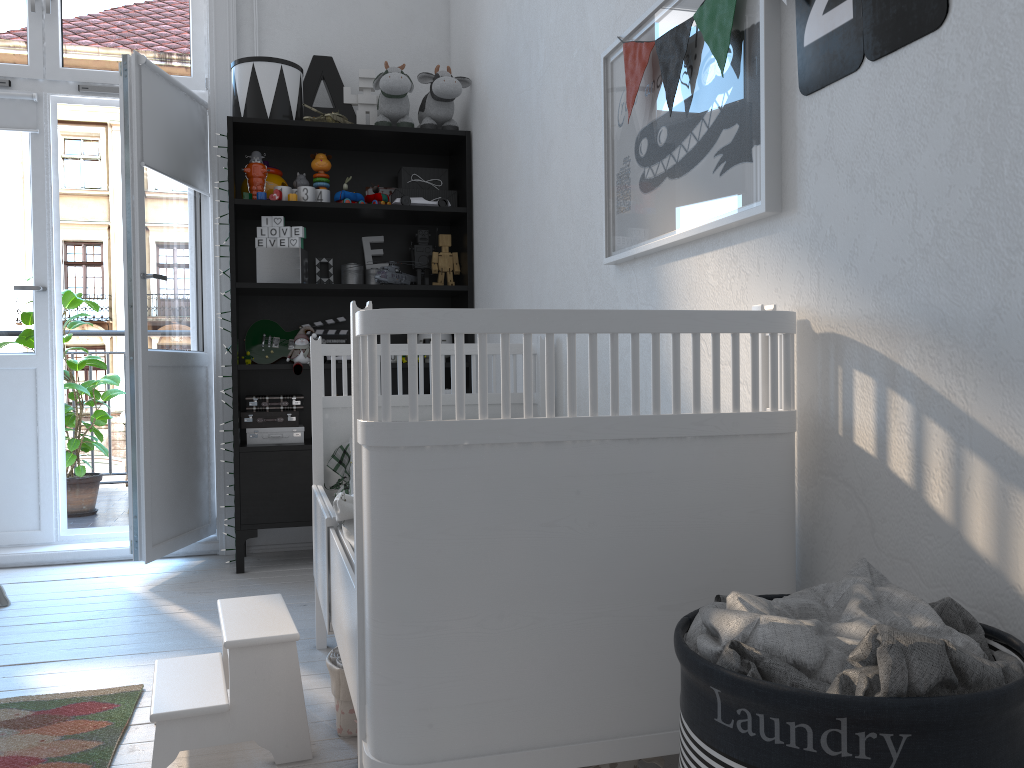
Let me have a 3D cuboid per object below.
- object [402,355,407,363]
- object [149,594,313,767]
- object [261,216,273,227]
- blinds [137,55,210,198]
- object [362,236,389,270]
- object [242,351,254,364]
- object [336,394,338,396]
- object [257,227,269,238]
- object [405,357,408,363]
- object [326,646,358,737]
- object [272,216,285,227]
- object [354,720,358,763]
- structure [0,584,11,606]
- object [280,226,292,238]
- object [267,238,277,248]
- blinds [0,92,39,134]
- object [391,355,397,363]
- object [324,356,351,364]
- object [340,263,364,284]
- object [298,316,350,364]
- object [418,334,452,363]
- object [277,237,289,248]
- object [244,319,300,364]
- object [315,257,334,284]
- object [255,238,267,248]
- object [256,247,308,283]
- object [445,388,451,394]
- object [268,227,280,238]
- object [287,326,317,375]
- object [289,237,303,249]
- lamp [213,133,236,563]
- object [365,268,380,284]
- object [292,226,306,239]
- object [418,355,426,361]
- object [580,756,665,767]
[{"bbox_3d":[-0.429,-0.109,3.472,0.031,0.054,0.042,0,1,35],"label":"object"},{"bbox_3d":[-0.570,0.592,1.781,0.288,0.246,0.332,-1,1,-20],"label":"object"},{"bbox_3d":[-0.926,-0.612,3.358,0.040,0.040,0.040,-1,1,-10],"label":"object"},{"bbox_3d":[-1.276,-0.965,3.395,0.032,0.390,0.565,-1,1,4],"label":"blinds"},{"bbox_3d":[-0.568,-0.543,3.689,0.107,0.151,0.055,-1,1,-15],"label":"object"},{"bbox_3d":[-1.033,-0.101,3.470,0.042,0.054,0.031,-1,1,-5],"label":"object"},{"bbox_3d":[-0.616,0.133,3.608,0.337,0.186,0.111,-1,1,0],"label":"object"},{"bbox_3d":[-0.942,-0.572,3.359,0.040,0.040,0.040,-1,1,-5],"label":"object"},{"bbox_3d":[-0.476,-0.101,3.677,0.163,0.034,0.069,-1,1,-15],"label":"object"},{"bbox_3d":[-0.286,0.636,1.891,0.215,0.148,0.240,-1,1,-9],"label":"object"},{"bbox_3d":[-0.884,-0.613,3.359,0.040,0.040,0.040,-1,1,-5],"label":"object"},{"bbox_3d":[-0.256,0.638,1.619,0.254,0.152,0.125,-1,1,-16],"label":"object"},{"bbox_3d":[-2.213,-0.143,2.656,1.143,1.750,1.143,-2,1,-40],"label":"structure"},{"bbox_3d":[-0.851,-0.573,3.360,0.040,0.040,0.040,0,1,14],"label":"object"},{"bbox_3d":[-0.909,-0.532,3.368,0.040,0.040,0.040,-1,1,-10],"label":"object"},{"bbox_3d":[-2.153,-1.070,3.443,0.565,0.158,0.032,-1,1,-15],"label":"blinds"},{"bbox_3d":[-0.478,-0.115,3.513,0.067,0.067,0.067,-1,1,-1],"label":"object"},{"bbox_3d":[-0.658,-0.102,3.471,0.230,0.048,0.098,-1,1,9],"label":"object"},{"bbox_3d":[-0.652,-0.437,3.623,0.095,0.110,0.095,-1,1,-11],"label":"object"},{"bbox_3d":[-0.763,-0.176,3.596,0.201,0.199,0.048,-1,1,-15],"label":"object"},{"bbox_3d":[-0.313,-0.160,3.611,0.139,0.162,0.139,-2,1,-41],"label":"object"},{"bbox_3d":[-0.864,-0.533,3.361,0.040,0.040,0.040,-1,1,-1],"label":"object"},{"bbox_3d":[-0.808,-0.145,3.611,0.542,0.239,0.093,-1,1,-15],"label":"object"},{"bbox_3d":[-0.767,-0.448,3.626,0.070,0.135,0.028,-1,1,-16],"label":"object"},{"bbox_3d":[-0.947,-0.532,3.360,0.040,0.040,0.040,-1,1,-1],"label":"object"},{"bbox_3d":[-0.880,-0.445,3.398,0.170,0.138,0.124,-1,1,0],"label":"object"},{"bbox_3d":[-0.271,0.119,3.613,0.132,0.199,0.267,-1,1,-16],"label":"object"},{"bbox_3d":[-0.897,-0.572,3.359,0.040,0.040,0.040,-1,1,4],"label":"object"},{"bbox_3d":[-0.778,-0.126,3.317,0.110,0.186,0.129,-1,1,-28],"label":"object"},{"bbox_3d":[-0.818,-0.533,3.361,0.040,0.040,0.040,0,1,14],"label":"object"},{"bbox_3d":[-0.676,-0.151,3.586,0.985,1.684,0.095,-1,1,-18],"label":"lamp"},{"bbox_3d":[-0.535,-0.430,3.569,0.078,0.091,0.246,-1,1,-21],"label":"object"},{"bbox_3d":[-0.807,-0.574,3.360,0.040,0.040,0.040,-1,1,9],"label":"object"},{"bbox_3d":[-0.365,-0.110,3.513,0.042,0.054,0.031,0,1,30],"label":"object"},{"bbox_3d":[0.046,0.630,1.395,0.360,0.163,0.242,-1,1,-40],"label":"object"}]
